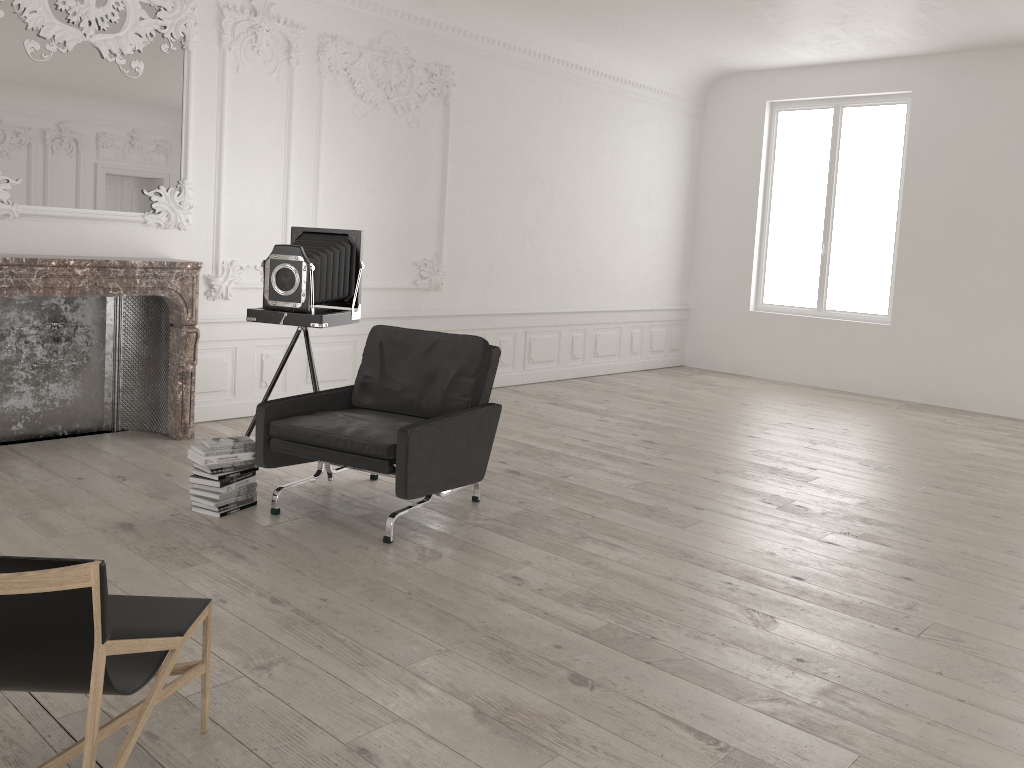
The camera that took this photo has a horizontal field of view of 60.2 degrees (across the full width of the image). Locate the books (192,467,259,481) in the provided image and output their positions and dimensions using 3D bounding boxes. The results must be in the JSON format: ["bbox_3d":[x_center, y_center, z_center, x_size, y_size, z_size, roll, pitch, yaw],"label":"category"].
[{"bbox_3d":[-1.525,0.458,4.713,0.199,0.025,0.278,9,10,30],"label":"books"}]

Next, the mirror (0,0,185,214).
[{"bbox_3d":[-2.843,-1.885,5.905,0.009,1.560,1.438,7,8,42],"label":"mirror"}]

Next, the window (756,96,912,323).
[{"bbox_3d":[3.812,-2.096,10.600,1.735,2.562,0.071,9,7,42],"label":"window"}]

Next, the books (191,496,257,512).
[{"bbox_3d":[-1.539,0.623,4.732,0.199,0.025,0.275,8,10,28],"label":"books"}]

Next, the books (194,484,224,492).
[{"bbox_3d":[-1.535,0.521,4.736,0.194,0.030,0.254,7,10,21],"label":"books"}]

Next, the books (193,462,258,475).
[{"bbox_3d":[-1.527,0.430,4.716,0.200,0.025,0.275,12,12,43],"label":"books"}]

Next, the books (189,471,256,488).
[{"bbox_3d":[-1.540,0.489,4.711,0.199,0.034,0.302,7,9,19],"label":"books"}]

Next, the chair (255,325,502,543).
[{"bbox_3d":[-0.684,0.200,4.889,0.977,0.956,1.092,7,8,27],"label":"chair"}]

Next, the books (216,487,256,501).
[{"bbox_3d":[-1.526,0.573,4.743,0.173,0.022,0.244,9,10,30],"label":"books"}]

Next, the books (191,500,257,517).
[{"bbox_3d":[-1.536,0.651,4.728,0.199,0.025,0.278,8,10,25],"label":"books"}]

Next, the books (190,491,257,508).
[{"bbox_3d":[-1.541,0.598,4.729,0.199,0.025,0.281,9,11,32],"label":"books"}]

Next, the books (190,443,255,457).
[{"bbox_3d":[-1.529,0.339,4.705,0.290,0.026,0.207,-4,12,-39],"label":"books"}]

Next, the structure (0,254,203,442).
[{"bbox_3d":[-2.902,-0.213,5.815,0.663,1.238,1.548,8,9,42],"label":"structure"}]

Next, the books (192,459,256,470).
[{"bbox_3d":[-1.530,0.405,4.714,0.281,0.025,0.200,-5,12,-41],"label":"books"}]

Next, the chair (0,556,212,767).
[{"bbox_3d":[-1.180,0.697,2.203,0.630,0.765,0.788,3,7,-3],"label":"chair"}]

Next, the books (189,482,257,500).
[{"bbox_3d":[-1.540,0.554,4.724,0.206,0.026,0.291,7,10,24],"label":"books"}]

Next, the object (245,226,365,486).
[{"bbox_3d":[-1.274,-0.222,5.564,0.712,1.512,0.658,5,6,17],"label":"object"}]

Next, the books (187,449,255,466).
[{"bbox_3d":[-1.534,0.373,4.697,0.311,0.041,0.200,-4,12,-41],"label":"books"}]

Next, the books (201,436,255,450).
[{"bbox_3d":[-1.512,0.313,4.720,0.243,0.022,0.173,-3,11,-33],"label":"books"}]

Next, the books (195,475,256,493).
[{"bbox_3d":[-1.535,0.521,4.736,0.199,0.034,0.260,7,10,21],"label":"books"}]
